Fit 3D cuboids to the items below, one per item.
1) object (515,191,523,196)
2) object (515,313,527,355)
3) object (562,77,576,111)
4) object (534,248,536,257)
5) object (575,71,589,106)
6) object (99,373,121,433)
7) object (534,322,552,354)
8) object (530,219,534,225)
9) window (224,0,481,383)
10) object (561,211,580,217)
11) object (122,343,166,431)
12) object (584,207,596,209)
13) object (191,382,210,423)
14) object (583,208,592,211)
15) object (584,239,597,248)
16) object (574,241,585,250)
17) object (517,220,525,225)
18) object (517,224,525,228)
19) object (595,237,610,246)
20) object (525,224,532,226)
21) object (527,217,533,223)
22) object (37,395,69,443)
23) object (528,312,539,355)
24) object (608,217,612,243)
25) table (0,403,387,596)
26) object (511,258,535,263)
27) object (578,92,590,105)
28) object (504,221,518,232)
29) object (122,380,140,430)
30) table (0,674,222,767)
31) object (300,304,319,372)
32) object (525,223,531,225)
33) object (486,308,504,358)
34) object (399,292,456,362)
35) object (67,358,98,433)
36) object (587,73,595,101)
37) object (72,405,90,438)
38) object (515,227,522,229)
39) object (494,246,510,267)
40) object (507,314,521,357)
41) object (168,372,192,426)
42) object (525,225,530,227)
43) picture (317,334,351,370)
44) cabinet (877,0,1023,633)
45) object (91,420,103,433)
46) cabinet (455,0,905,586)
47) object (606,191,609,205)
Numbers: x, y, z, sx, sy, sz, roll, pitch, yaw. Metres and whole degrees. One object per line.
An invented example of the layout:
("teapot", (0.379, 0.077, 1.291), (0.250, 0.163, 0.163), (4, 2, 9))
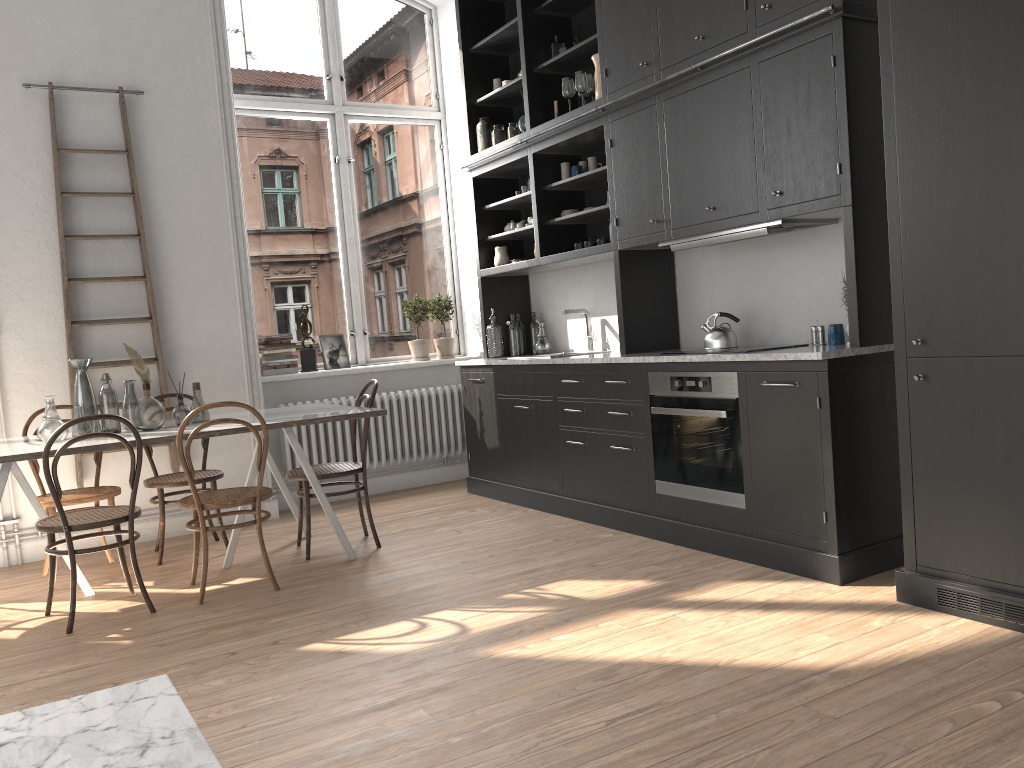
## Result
("object", (0.058, -1.288, 6.050), (0.071, 0.047, 0.071), (-4, 4, 7))
("object", (0.054, -0.359, 6.408), (0.086, 0.301, 0.086), (-6, 4, -16))
("object", (0.342, -1.711, 5.294), (0.083, 0.221, 0.083), (-5, 4, 1))
("object", (0.179, -0.875, 5.808), (0.069, 0.123, 0.173), (-4, 4, 2))
("object", (0.410, -1.710, 5.182), (0.083, 0.221, 0.083), (-3, 4, 16))
("object", (-2.022, 0.097, 4.446), (0.086, 0.301, 0.086), (-1, 6, 45))
("object", (0.213, -0.321, 6.232), (0.132, 0.219, 0.120), (-7, 4, -30))
("object", (0.146, -1.073, 5.930), (0.049, 0.054, 0.039), (-5, 4, -5))
("window", (2.242, -6.571, 12.169), (14.378, 15.944, 26.395), (-7, 4, -30))
("object", (-2.255, 0.106, 4.755), (5.825, 1.843, 0.792), (-6, 4, -25))
("object", (-1.835, 0.009, 4.452), (0.156, 0.446, 0.157), (-5, 4, -12))
("object", (0.507, -1.087, 5.564), (0.112, 0.036, 0.112), (-4, 4, 12))
("object", (-1.674, 0.097, 4.728), (0.101, 0.212, 0.101), (-4, 4, 9))
("object", (0.508, -1.079, 5.565), (0.123, 0.036, 0.123), (-8, 5, -43))
("object", (0.475, -0.836, 5.299), (0.104, 0.059, 0.088), (-2, 5, 38))
("object", (0.424, -0.838, 5.399), (0.088, 0.059, 0.104), (-8, 5, -42))
("object", (0.060, -1.105, 6.127), (0.055, 0.047, 0.058), (-6, 4, -16))
("object", (0.061, -1.086, 6.128), (0.056, 0.033, 0.058), (-2, 4, 34))
("object", (0.544, -0.837, 5.223), (0.104, 0.059, 0.088), (-6, 4, -22))
("object", (0.134, -1.069, 5.991), (0.085, 0.016, 0.085), (-5, 3, 1))
("object", (0.129, -1.100, 5.996), (0.039, 0.055, 0.049), (-5, 4, -10))
("object", (-2.182, 0.165, 4.203), (0.132, 0.219, 0.132), (-8, 5, -41))
("object", (0.163, -0.364, 6.349), (0.086, 0.301, 0.086), (-4, 4, 15))
("object", (0.623, -0.903, 5.120), (0.124, 0.192, 0.129), (-5, 4, -3))
("table", (-1.836, 0.621, 4.516), (2.199, 0.780, 1.100), (-7, 4, -30))
("object", (0.076, -0.844, 6.160), (0.180, 0.037, 0.180), (-1, 5, 44))
("object", (0.439, -1.721, 5.332), (0.083, 0.221, 0.083), (-8, 5, -38))
("object", (0.005, -1.105, 6.277), (0.125, 0.100, 0.140), (-1, 5, 41))
("object", (-1.959, 0.108, 4.567), (0.100, 0.255, 0.098), (-2, 5, 36))
("table", (-0.944, 0.922, 1.518), (0.849, 0.392, 0.849), (-7, 4, -30))
("object", (-1.485, -0.333, 6.419), (0.122, 0.488, 0.102), (-5, 4, -6))
("object", (0.132, -1.075, 5.993), (0.085, 0.016, 0.085), (-4, 4, 10))
("object", (-0.125, -0.363, 6.285), (0.109, 0.349, 0.108), (-1, 5, 41))
("object", (-0.644, -0.448, 6.918), (0.499, 0.524, 0.234), (-8, 5, -41))
("object", (-2.166, 0.065, 4.490), (0.116, 0.383, 0.116), (-6, 4, -19))
("object", (0.481, -1.720, 5.261), (0.083, 0.221, 0.083), (-7, 5, -31))
("object", (-2.135, 0.182, 4.380), (0.083, 0.158, 0.083), (-7, 5, -35))
("object", (0.063, -1.072, 6.131), (0.085, 0.017, 0.085), (-7, 4, -35))
("object", (-0.068, -0.893, 6.256), (0.115, 0.145, 0.127), (-2, 5, 38))
("object", (0.012, -0.348, 6.292), (0.086, 0.301, 0.086), (-1, 6, 45))
("object", (-1.724, 0.072, 4.610), (0.106, 0.284, 0.107), (-7, 5, -35))
("object", (0.134, -1.062, 5.992), (0.085, 0.015, 0.085), (-8, 5, -44))
("picture", (-1.336, -0.233, 6.558), (0.149, 0.264, 0.221), (-1, 5, 43))
("cabinet", (1.978, -0.381, 2.820), (0.633, 2.373, 1.400), (-7, 4, -30))
("object", (-2.032, 0.209, 4.331), (0.058, 0.094, 0.058), (-5, 4, -2))
("cabinet", (0.616, -1.012, 4.998), (0.634, 3.585, 3.250), (-7, 4, -30))
("object", (0.576, -1.083, 5.192), (0.058, 0.094, 0.058), (-4, 4, 9))
